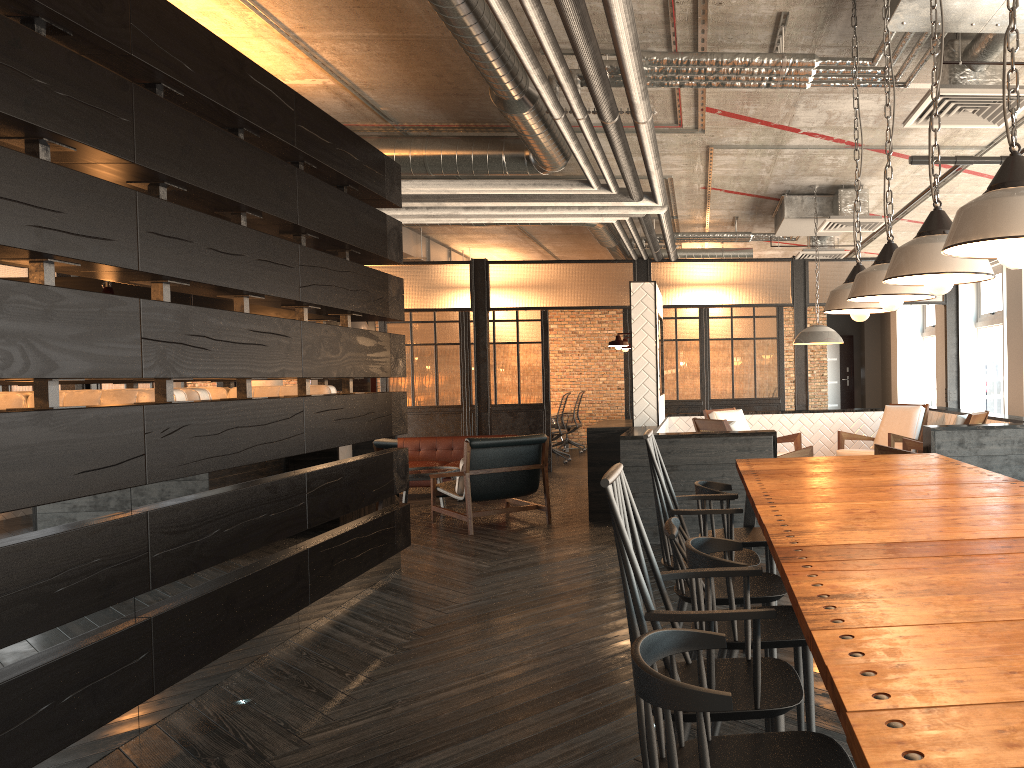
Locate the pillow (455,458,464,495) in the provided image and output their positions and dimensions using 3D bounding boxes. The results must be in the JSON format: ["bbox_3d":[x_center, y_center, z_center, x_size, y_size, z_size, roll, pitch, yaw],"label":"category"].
[{"bbox_3d":[-0.135,0.781,7.253,0.782,0.334,0.217,-2,1,-33],"label":"pillow"}]

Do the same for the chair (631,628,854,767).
[{"bbox_3d":[0.468,0.875,1.654,0.451,0.737,0.374,-1,1,2],"label":"chair"}]

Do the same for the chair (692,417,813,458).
[{"bbox_3d":[2.107,0.730,7.232,1.074,0.907,0.622,-2,1,-28],"label":"chair"}]

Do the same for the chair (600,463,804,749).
[{"bbox_3d":[0.502,0.724,2.140,0.496,1.033,0.458,-1,1,3],"label":"chair"}]

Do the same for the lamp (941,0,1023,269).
[{"bbox_3d":[1.216,-1.150,2.023,0.390,1.737,0.342,-2,1,-8],"label":"lamp"}]

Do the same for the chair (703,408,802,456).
[{"bbox_3d":[2.545,0.714,8.770,0.798,0.907,0.833,-1,1,44],"label":"chair"}]

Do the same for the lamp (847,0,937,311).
[{"bbox_3d":[1.515,-1.162,3.349,0.332,1.737,0.400,-1,1,23],"label":"lamp"}]

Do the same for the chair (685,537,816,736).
[{"bbox_3d":[0.783,0.864,2.661,0.451,0.737,0.374,-1,1,2],"label":"chair"}]

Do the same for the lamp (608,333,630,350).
[{"bbox_3d":[0.995,-0.401,7.672,0.261,0.171,0.167,-2,1,-30],"label":"lamp"}]

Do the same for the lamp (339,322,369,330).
[{"bbox_3d":[-2.319,-1.455,12.095,0.513,1.503,0.377,-2,1,-34],"label":"lamp"}]

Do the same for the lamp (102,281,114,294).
[{"bbox_3d":[-2.185,-0.914,4.465,0.203,1.050,0.185,-2,1,-4],"label":"lamp"}]

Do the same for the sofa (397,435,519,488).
[{"bbox_3d":[-0.706,0.917,9.339,1.651,0.637,0.661,-1,1,-3],"label":"sofa"}]

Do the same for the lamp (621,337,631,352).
[{"bbox_3d":[1.155,-0.407,8.383,0.261,0.171,0.167,-2,1,-30],"label":"lamp"}]

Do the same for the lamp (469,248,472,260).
[{"bbox_3d":[-0.203,-1.467,13.149,0.294,0.858,3.459,-1,0,13],"label":"lamp"}]

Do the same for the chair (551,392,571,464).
[{"bbox_3d":[0.539,0.661,12.572,0.707,1.063,0.693,-1,1,4],"label":"chair"}]

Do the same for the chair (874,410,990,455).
[{"bbox_3d":[3.687,0.696,7.340,0.806,0.907,0.828,-1,1,38],"label":"chair"}]

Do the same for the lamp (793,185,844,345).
[{"bbox_3d":[2.991,-1.169,8.161,0.490,1.545,0.529,-1,1,12],"label":"lamp"}]

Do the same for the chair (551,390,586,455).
[{"bbox_3d":[0.909,0.646,14.218,0.707,1.063,0.693,-1,1,4],"label":"chair"}]

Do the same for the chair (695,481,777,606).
[{"bbox_3d":[1.137,0.850,4.137,0.451,0.737,0.374,-1,1,2],"label":"chair"}]

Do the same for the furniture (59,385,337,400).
[{"bbox_3d":[-2.088,0.654,5.046,1.918,1.261,0.579,-1,1,-4],"label":"furniture"}]

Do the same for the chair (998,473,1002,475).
[{"bbox_3d":[2.317,0.829,4.291,0.470,0.726,0.373,-1,1,2],"label":"chair"}]

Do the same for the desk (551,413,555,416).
[{"bbox_3d":[0.109,0.843,12.536,0.798,0.720,1.663,-1,0,9],"label":"desk"}]

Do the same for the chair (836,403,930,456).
[{"bbox_3d":[4.036,0.681,8.990,1.089,0.907,0.611,-2,1,-37],"label":"chair"}]

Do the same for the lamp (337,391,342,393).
[{"bbox_3d":[-1.826,0.670,9.387,0.971,1.179,0.467,-2,1,-37],"label":"lamp"}]

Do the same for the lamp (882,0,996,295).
[{"bbox_3d":[1.366,-1.156,2.686,0.345,1.737,0.387,-1,1,16],"label":"lamp"}]

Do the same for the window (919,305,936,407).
[{"bbox_3d":[6.824,-0.383,13.198,0.242,2.875,2.524,-1,1,13],"label":"window"}]

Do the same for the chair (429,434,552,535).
[{"bbox_3d":[-0.209,0.835,7.412,0.864,0.795,0.872,-2,1,-31],"label":"chair"}]

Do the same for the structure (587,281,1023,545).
[{"bbox_3d":[2.822,0.106,8.188,4.014,2.115,3.702,-1,0,3],"label":"structure"}]

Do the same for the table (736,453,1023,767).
[{"bbox_3d":[1.436,0.821,2.883,1.178,0.792,3.798,-1,0,11],"label":"table"}]

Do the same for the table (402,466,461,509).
[{"bbox_3d":[-0.897,1.056,8.415,0.737,0.372,0.691,-1,0,-1],"label":"table"}]

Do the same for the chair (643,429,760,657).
[{"bbox_3d":[0.834,0.711,3.615,0.496,1.033,0.458,-1,1,3],"label":"chair"}]

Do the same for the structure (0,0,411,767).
[{"bbox_3d":[-4.446,-0.030,2.726,6.190,2.742,5.476,-1,0,3],"label":"structure"}]

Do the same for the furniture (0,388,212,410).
[{"bbox_3d":[-2.383,0.666,3.734,1.913,1.260,1.057,-1,1,-1],"label":"furniture"}]

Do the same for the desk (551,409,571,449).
[{"bbox_3d":[0.475,0.828,14.162,0.798,0.720,1.663,-1,0,9],"label":"desk"}]

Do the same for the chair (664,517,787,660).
[{"bbox_3d":[0.814,0.867,3.148,0.470,0.726,0.373,-1,1,2],"label":"chair"}]

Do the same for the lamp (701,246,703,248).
[{"bbox_3d":[3.077,-1.539,13.442,0.294,0.858,3.459,-1,0,13],"label":"lamp"}]

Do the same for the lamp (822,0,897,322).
[{"bbox_3d":[1.664,-1.169,4.012,0.332,1.737,0.400,-1,1,23],"label":"lamp"}]

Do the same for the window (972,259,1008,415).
[{"bbox_3d":[6.198,-0.357,10.415,0.242,2.875,2.524,-1,1,13],"label":"window"}]
